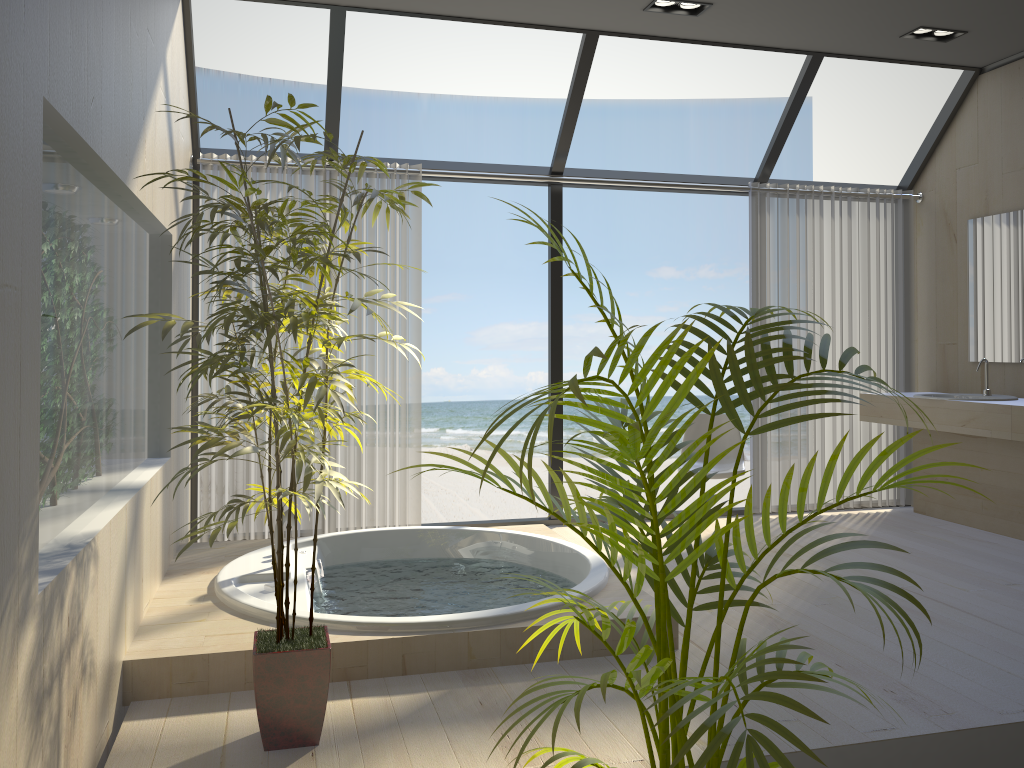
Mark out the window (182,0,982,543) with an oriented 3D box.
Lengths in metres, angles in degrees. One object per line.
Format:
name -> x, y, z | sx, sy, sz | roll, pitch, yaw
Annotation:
window -> 0.541, -0.553, 5.094 | 4.560, 2.816, 0.744 | 0, -1, -15

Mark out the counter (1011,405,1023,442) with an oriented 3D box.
counter -> 2.941, 0.524, 3.950 | 0.550, 0.791, 1.205 | 0, 1, -15

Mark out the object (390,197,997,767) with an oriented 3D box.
object -> 0.336, 0.329, 1.582 | 1.065, 1.346, 0.873 | 0, 0, -26

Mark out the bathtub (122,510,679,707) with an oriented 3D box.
bathtub -> -0.503, 0.860, 3.688 | 1.821, 0.699, 1.647 | -1, 2, -15

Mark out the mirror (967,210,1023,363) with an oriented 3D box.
mirror -> 2.890, -0.559, 5.116 | 0.023, 0.869, 0.653 | 0, 0, -15

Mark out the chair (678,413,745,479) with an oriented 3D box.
chair -> 1.144, 0.356, 5.074 | 0.369, 0.347, 0.454 | 0, 1, 14

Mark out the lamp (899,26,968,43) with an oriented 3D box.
lamp -> 2.271, -1.934, 4.772 | 0.301, 0.112, 0.164 | -1, 1, -15

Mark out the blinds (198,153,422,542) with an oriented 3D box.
blinds -> -1.089, -0.201, 4.854 | 1.182, 2.072, 0.084 | 0, -1, -15

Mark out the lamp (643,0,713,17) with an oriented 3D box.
lamp -> 0.821, -1.918, 4.387 | 0.301, 0.112, 0.164 | -1, 1, -15

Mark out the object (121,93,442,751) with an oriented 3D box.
object -> -0.669, 0.095, 2.436 | 0.787, 1.758, 0.935 | 0, 0, 10

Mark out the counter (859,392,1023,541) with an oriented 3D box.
counter -> 2.632, 0.475, 5.116 | 0.550, 0.791, 1.205 | 0, 1, -15

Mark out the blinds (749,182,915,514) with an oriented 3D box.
blinds -> 2.056, -0.236, 5.689 | 1.182, 2.072, 0.084 | 0, -1, -15

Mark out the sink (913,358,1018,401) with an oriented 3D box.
sink -> 2.595, 0.062, 5.079 | 0.504, 0.419, 0.574 | 0, 1, -11
